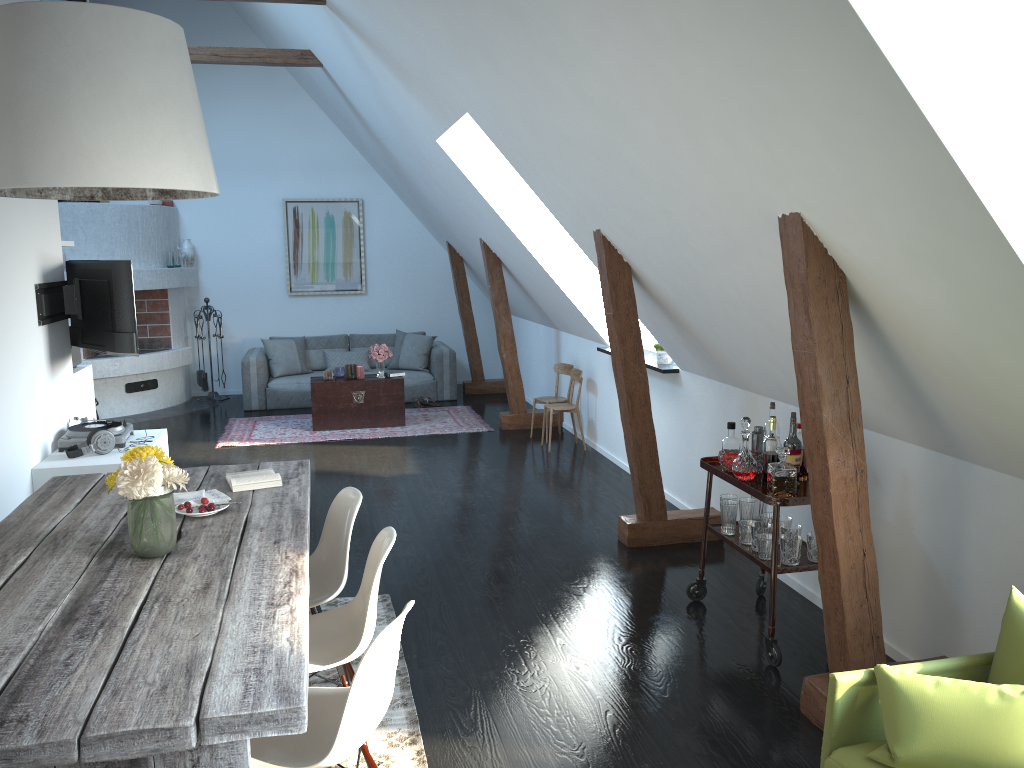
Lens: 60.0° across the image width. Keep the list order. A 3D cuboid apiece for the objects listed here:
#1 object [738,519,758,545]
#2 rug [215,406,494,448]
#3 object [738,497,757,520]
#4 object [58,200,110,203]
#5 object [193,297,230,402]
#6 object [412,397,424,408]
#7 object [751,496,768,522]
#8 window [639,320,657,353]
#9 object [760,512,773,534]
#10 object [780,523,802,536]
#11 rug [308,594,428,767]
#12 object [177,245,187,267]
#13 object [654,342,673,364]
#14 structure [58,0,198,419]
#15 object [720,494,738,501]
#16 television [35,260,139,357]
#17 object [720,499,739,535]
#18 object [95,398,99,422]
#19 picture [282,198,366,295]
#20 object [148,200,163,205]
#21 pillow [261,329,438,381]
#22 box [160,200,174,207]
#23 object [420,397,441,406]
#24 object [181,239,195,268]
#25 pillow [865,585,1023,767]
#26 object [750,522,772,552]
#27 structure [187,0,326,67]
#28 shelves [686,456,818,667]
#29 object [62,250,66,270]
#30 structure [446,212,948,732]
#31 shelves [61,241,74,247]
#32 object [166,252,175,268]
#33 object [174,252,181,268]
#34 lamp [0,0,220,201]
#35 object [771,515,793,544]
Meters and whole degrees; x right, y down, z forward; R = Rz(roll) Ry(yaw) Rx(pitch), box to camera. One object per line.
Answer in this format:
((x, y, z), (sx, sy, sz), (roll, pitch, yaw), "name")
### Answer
((1.091, 0.686, 4.095), (0.092, 0.099, 0.092), (-7, 11, -34), "object")
((-1.601, 0.412, 9.084), (2.647, 0.029, 1.512), (-3, 9, -12), "rug")
((1.132, 0.631, 4.265), (0.087, 0.155, 0.087), (-8, 11, -39), "object")
((-4.683, -1.965, 9.391), (0.783, 0.094, 0.311), (-5, 10, -26), "object")
((-3.643, -0.420, 10.699), (0.376, 1.245, 0.376), (-6, 10, -32), "object")
((-1.076, 0.209, 10.108), (0.101, 0.090, 0.277), (-5, 10, -24), "object")
((1.216, 0.615, 4.358), (0.087, 0.155, 0.087), (-8, 11, -39), "object")
((-1.322, -1.916, 4.011), (5.959, 4.249, 8.018), (-3, 9, -12), "window")
((1.218, 0.669, 4.194), (0.092, 0.099, 0.092), (-7, 11, -34), "object")
((1.247, 0.692, 3.968), (0.095, 0.119, 0.095), (6, 11, 39), "object")
((-1.266, 1.322, 3.095), (1.898, 0.022, 2.677), (-3, 9, -12), "rug")
((-3.901, -1.509, 10.486), (0.081, 0.258, 0.150), (3, 9, 21), "object")
((1.014, -0.372, 6.185), (0.309, 0.461, 0.131), (0, 9, 6), "object")
((-5.346, -2.074, 10.292), (3.058, 4.752, 3.049), (-1, 9, -4), "structure")
((1.057, 0.623, 4.326), (0.087, 0.155, 0.087), (-8, 11, -39), "object")
((-3.007, -0.497, 5.939), (1.005, 0.652, 0.537), (7, 12, 42), "television")
((1.034, 0.638, 4.230), (0.087, 0.155, 0.087), (-8, 11, -39), "object")
((-4.516, 0.289, 9.235), (0.384, 0.313, 0.384), (1, 9, 14), "object")
((-2.345, -1.718, 11.098), (0.965, 1.185, 0.025), (-3, 9, -12), "picture")
((-4.147, -2.179, 10.301), (0.066, 0.221, 0.231), (2, 9, 18), "object")
((-1.909, -0.365, 10.553), (2.075, 0.515, 0.444), (-3, 9, -12), "pillow")
((-4.160, -2.145, 10.555), (0.229, 0.078, 0.127), (-3, 9, -12), "box")
((-0.930, 0.197, 10.173), (0.277, 0.090, 0.101), (5, 10, 34), "object")
((-3.900, -1.558, 10.665), (0.165, 0.368, 0.165), (-8, 11, -40), "object")
((1.241, 0.808, 2.252), (0.600, 0.387, 0.475), (-3, 9, -15), "pillow")
((1.120, 0.691, 3.991), (0.095, 0.119, 0.095), (6, 11, 39), "object")
((-4.325, -2.736, 5.109), (10.230, 3.562, 15.910), (-2, 9, -7), "structure")
((1.189, 0.772, 4.088), (0.438, 0.732, 0.803), (-3, 9, -16), "shelves")
((-4.691, -1.269, 9.162), (0.158, 0.274, 0.158), (3, 10, 26), "object")
((1.032, 0.028, 4.990), (1.023, 1.963, 12.350), (-3, 9, -12), "structure")
((-3.989, -0.971, 6.202), (1.604, 0.038, 0.478), (-3, 9, -12), "shelves")
((-3.921, -1.424, 10.183), (0.092, 0.180, 0.092), (2, 9, 15), "object")
((-3.910, -1.449, 10.342), (0.092, 0.180, 0.092), (1, 9, 10), "object")
((-1.321, -1.980, 2.549), (0.697, 2.813, 0.757), (6, 11, 37), "lamp")
((1.242, 0.674, 4.089), (0.095, 0.119, 0.095), (6, 11, 39), "object")
